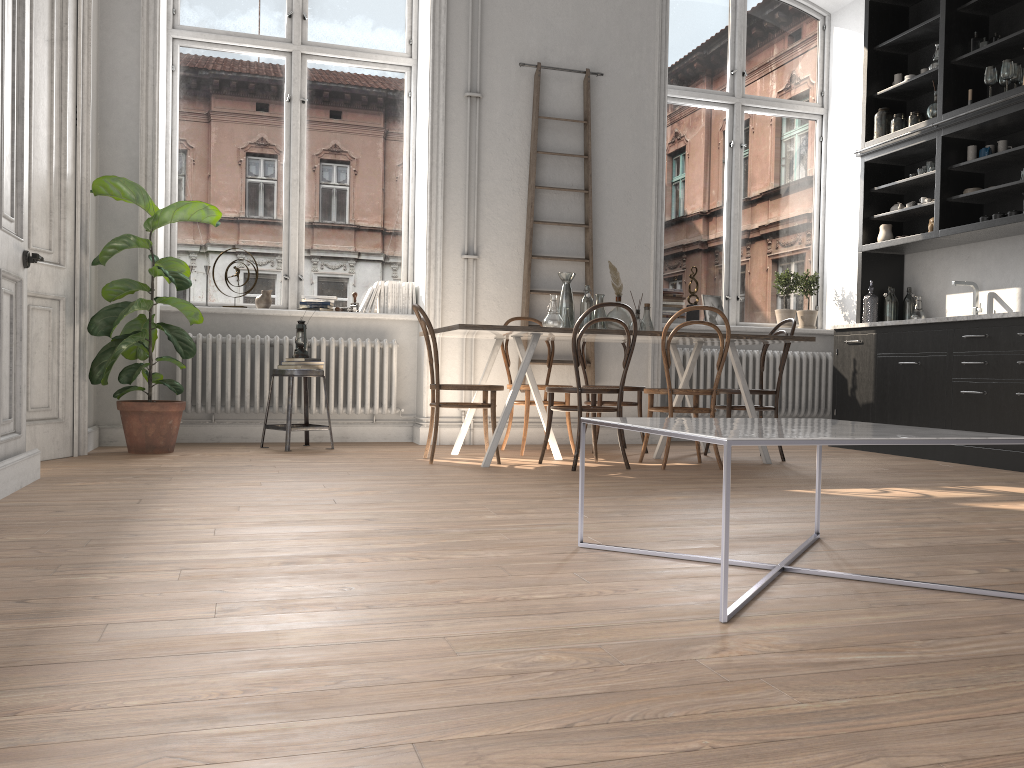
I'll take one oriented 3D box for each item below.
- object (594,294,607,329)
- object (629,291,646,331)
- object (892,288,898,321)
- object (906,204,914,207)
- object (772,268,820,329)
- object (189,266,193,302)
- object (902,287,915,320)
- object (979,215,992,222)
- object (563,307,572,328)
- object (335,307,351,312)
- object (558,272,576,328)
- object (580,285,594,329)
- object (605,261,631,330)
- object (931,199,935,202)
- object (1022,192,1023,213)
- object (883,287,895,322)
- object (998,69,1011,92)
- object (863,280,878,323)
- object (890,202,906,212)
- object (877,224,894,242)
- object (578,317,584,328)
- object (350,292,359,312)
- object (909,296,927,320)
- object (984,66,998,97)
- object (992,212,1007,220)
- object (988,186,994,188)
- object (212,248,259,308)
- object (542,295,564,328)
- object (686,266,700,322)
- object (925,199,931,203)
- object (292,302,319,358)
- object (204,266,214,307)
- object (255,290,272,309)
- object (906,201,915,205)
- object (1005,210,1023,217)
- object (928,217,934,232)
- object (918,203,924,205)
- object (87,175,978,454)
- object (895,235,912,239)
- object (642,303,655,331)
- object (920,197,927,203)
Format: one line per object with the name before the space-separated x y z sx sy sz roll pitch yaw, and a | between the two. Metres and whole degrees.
object | 0.556 -0.440 5.631 0.098 0.255 0.100 0 1 -40
object | 0.797 -0.449 5.618 0.107 0.283 0.106 1 1 -22
object | 2.983 -0.601 6.955 0.086 0.301 0.086 1 1 -3
object | 3.007 -1.337 6.702 0.058 0.033 0.055 0 1 -42
object | 2.438 -0.733 7.619 0.500 0.524 0.234 1 1 -28
object | -2.259 -0.683 6.214 0.095 0.289 0.095 1 1 15
object | 3.075 -0.598 6.872 0.086 0.301 0.086 2 1 29
object | 3.159 -1.093 5.901 0.088 0.059 0.104 1 1 -28
object | 0.334 -0.394 5.488 0.083 0.158 0.083 1 1 -21
object | -1.246 -0.547 6.502 0.088 0.048 0.153 1 1 23
object | 0.343 -0.508 5.606 0.116 0.383 0.116 1 1 -6
object | 0.469 -0.464 5.528 0.086 0.301 0.086 0 1 -31
object | 0.660 -0.532 5.492 0.157 0.446 0.157 1 1 1
object | 3.092 -1.323 6.466 0.056 0.041 0.049 0 1 -44
object | 3.294 -1.152 5.585 0.124 0.192 0.129 1 1 11
object | 2.914 -0.601 6.852 0.086 0.301 0.086 0 1 -31
object | 3.258 -1.972 5.856 0.083 0.221 0.083 1 1 -25
object | 2.782 -0.630 6.879 0.109 0.349 0.109 0 1 -36
object | 2.989 -1.354 6.860 0.140 0.100 0.125 1 1 -35
object | 2.890 -1.152 6.851 0.127 0.144 0.115 0 1 -38
object | 0.419 -0.360 5.416 0.058 0.094 0.058 1 1 11
object | -1.147 -0.596 6.473 0.088 0.153 0.048 2 1 43
object | 3.091 -0.557 6.746 0.132 0.219 0.120 1 1 -17
object | 3.154 -1.974 5.842 0.083 0.221 0.083 1 1 15
object | 3.184 -1.091 5.791 0.088 0.059 0.104 0 1 -38
object | 3.306 -1.323 6.048 0.112 0.036 0.112 1 1 26
object | -1.953 -0.745 6.266 0.347 0.425 0.087 1 1 16
object | 0.249 -0.425 5.329 0.132 0.219 0.132 1 1 -28
object | 1.496 -0.731 7.330 0.122 0.488 0.102 1 1 8
object | 3.041 -1.326 6.489 0.049 0.054 0.039 1 1 9
object | -1.382 -0.363 5.920 0.163 0.383 0.154 0 1 -43
object | -2.130 -0.680 6.193 0.095 0.289 0.095 1 1 6
object | -1.770 -0.602 6.321 0.100 0.142 0.102 0 1 -42
object | 3.008 -1.357 6.701 0.055 0.047 0.058 1 1 -2
object | 3.234 -1.089 5.701 0.104 0.059 0.088 1 1 -8
object | 3.023 -1.133 6.357 0.069 0.123 0.173 1 1 15
object | 3.043 -1.320 6.551 0.085 0.016 0.085 1 1 15
object | 0.314 -0.462 5.883 5.827 1.842 0.792 1 1 -12
object | 3.001 -1.093 6.722 0.180 0.037 0.180 1 1 -32
object | 0.870 -0.414 5.720 0.101 0.212 0.101 2 1 22
object | 3.043 -1.351 6.557 0.039 0.055 0.049 1 1 4
